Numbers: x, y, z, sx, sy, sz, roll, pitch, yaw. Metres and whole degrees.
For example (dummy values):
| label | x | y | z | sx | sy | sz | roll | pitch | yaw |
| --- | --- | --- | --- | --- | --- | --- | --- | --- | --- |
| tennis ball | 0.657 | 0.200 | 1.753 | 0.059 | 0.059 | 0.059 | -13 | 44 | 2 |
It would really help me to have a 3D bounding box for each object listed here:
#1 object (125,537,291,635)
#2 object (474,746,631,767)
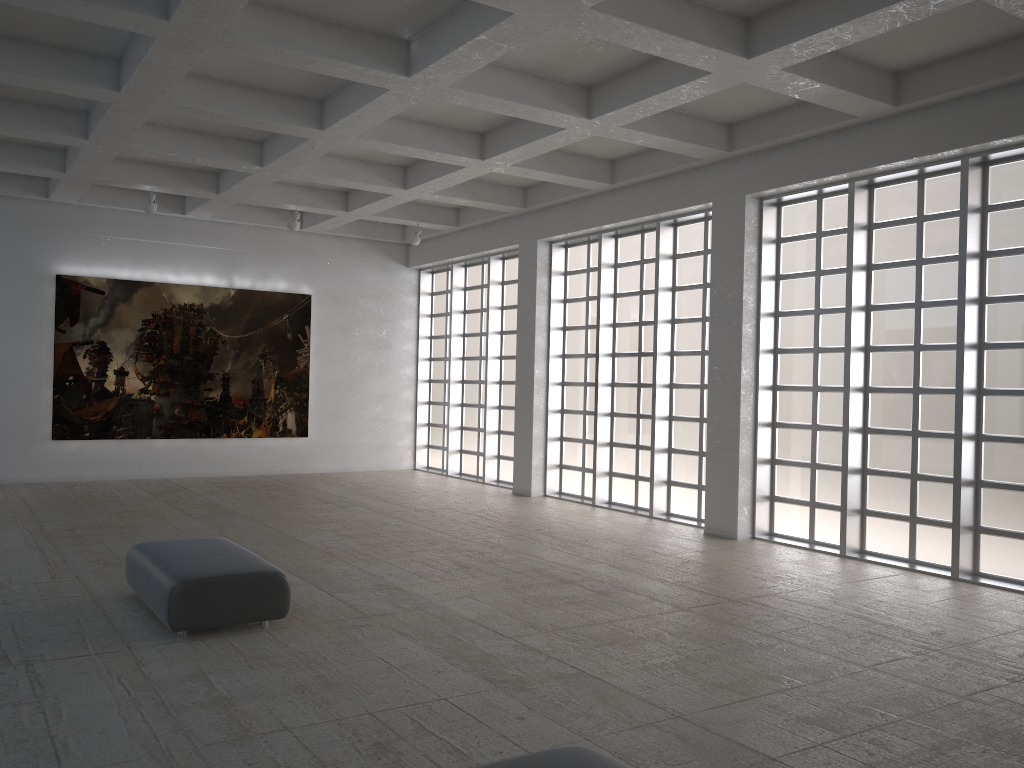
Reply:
| label | x | y | z | sx | sy | sz | roll | pitch | yaw |
| --- | --- | --- | --- | --- | --- | --- | --- | --- | --- |
| object | -4.458 | 2.829 | 12.776 | 1.616 | 0.828 | 3.044 | 1 | 0 | -33 |
| object | 0.755 | 2.944 | 4.811 | 1.616 | 0.828 | 3.044 | 1 | 0 | -33 |
